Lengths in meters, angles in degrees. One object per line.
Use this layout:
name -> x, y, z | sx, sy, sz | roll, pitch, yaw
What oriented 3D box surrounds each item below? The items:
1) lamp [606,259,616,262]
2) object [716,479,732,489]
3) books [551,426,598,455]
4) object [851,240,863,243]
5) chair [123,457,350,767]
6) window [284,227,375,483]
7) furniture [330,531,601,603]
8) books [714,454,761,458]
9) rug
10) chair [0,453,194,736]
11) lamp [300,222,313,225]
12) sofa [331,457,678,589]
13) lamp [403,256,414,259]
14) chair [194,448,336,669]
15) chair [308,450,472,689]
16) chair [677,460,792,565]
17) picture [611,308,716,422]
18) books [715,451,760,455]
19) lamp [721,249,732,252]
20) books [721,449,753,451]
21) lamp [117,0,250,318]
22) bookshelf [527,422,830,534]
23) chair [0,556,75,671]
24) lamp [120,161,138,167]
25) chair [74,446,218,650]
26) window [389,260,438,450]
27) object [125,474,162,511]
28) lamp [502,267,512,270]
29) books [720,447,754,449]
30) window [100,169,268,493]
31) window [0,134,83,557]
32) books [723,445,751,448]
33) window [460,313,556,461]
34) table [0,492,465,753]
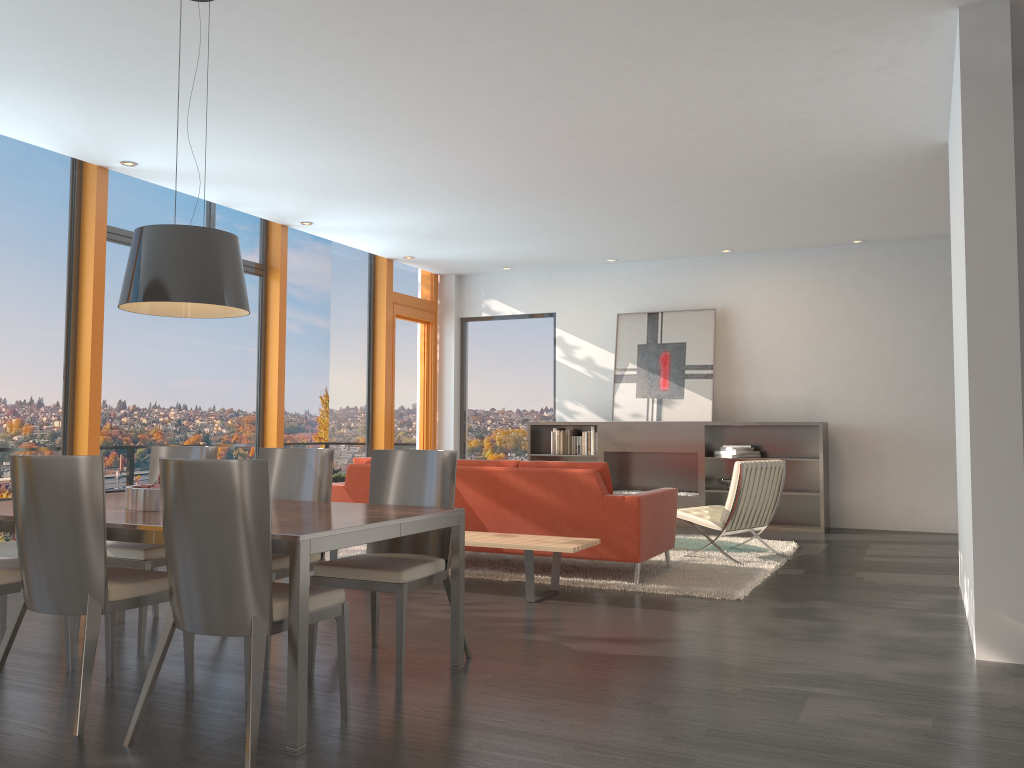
lamp -> 1.210, -1.514, 10.849 | 0.129, 0.010, 0.129 | 1, -3, -20
object -> 2.427, 1.120, 9.859 | 0.309, 0.117, 0.308 | 2, -4, -31
books -> 0.804, 0.675, 10.629 | 0.592, 0.340, 0.324 | -1, -4, 25
object -> 3.784, -1.561, 9.718 | 0.129, 0.010, 0.129 | 1, -3, -20
chair -> -0.946, 0.742, 3.140 | 0.548, 0.968, 0.614 | -1, -4, 25
window -> -2.104, -0.103, 9.968 | 0.070, 3.348, 1.843 | -1, -4, 25
furniture -> -0.435, 1.196, 5.985 | 2.005, 0.357, 0.492 | -1, -3, 25
books -> 2.499, 0.800, 9.847 | 0.398, 0.038, 0.314 | 2, -3, -25
rug -> 0.357, 1.464, 7.745 | 3.772, 0.043, 2.982 | -1, -3, 25
chair -> -1.639, 0.756, 3.463 | 0.548, 0.968, 0.614 | -1, -4, 25
lamp -> -2.081, -1.625, 8.983 | 0.129, 0.010, 0.129 | 1, -3, -20
sofa -> -0.134, 0.991, 6.794 | 2.597, 0.853, 1.037 | -1, -3, 25
lamp -> -1.253, -1.530, 10.755 | 0.129, 0.010, 0.129 | 1, -3, -20
chair -> -1.176, 0.804, 4.348 | 0.548, 0.968, 0.614 | -1, -4, 25
chair -> -0.544, 0.791, 4.053 | 0.548, 0.968, 0.614 | -1, -4, 25
chair -> 1.802, 1.030, 7.289 | 0.707, 0.817, 0.700 | -3, -5, 45
picture -> 1.789, -0.213, 10.495 | 1.208, 1.339, 0.269 | -1, -4, 25
books -> 2.499, 0.762, 9.850 | 0.398, 0.038, 0.314 | 2, -4, -35
lamp -> 2.477, -1.539, 10.258 | 0.129, 0.010, 0.129 | 1, -3, -20
books -> 2.500, 0.733, 9.851 | 0.300, 0.020, 0.210 | 2, -4, -35
lamp -> -1.483, -1.123, 4.086 | 0.567, 1.581, 0.567 | 3, -4, -36
bookshelf -> 1.839, 1.022, 10.230 | 3.387, 1.163, 0.570 | -1, -4, 25
chair -> -2.272, 0.768, 3.758 | 0.548, 0.968, 0.614 | -1, -4, 25
lamp -> -3.018, -1.733, 6.981 | 0.129, 0.010, 0.129 | 1, -3, -20
chair -> -1.870, 0.817, 4.671 | 0.548, 0.968, 0.614 | -1, -4, 25
window -> -1.337, -0.027, 11.385 | 0.211, 3.348, 1.156 | -1, -4, 25
object -> -1.514, 0.479, 4.005 | 0.427, 0.154, 0.426 | 1, -3, -21
lamp -> -0.071, -1.489, 11.446 | 0.129, 0.010, 0.129 | 1, -3, -20
books -> 2.500, 0.713, 9.852 | 0.300, 0.020, 0.210 | 2, -3, -25
window -> -2.986, -0.204, 8.083 | 0.070, 3.348, 2.103 | -1, -4, 25
window -> -4.095, -0.332, 5.711 | 0.070, 3.348, 2.923 | -1, -4, 25
books -> 2.500, 0.693, 9.854 | 0.300, 0.020, 0.210 | -1, -3, 15
window -> -0.046, -0.002, 11.698 | 1.409, 3.342, 0.065 | -1, -4, 25
table -> -1.436, 0.935, 3.923 | 2.151, 0.765, 1.171 | -1, -3, 25
